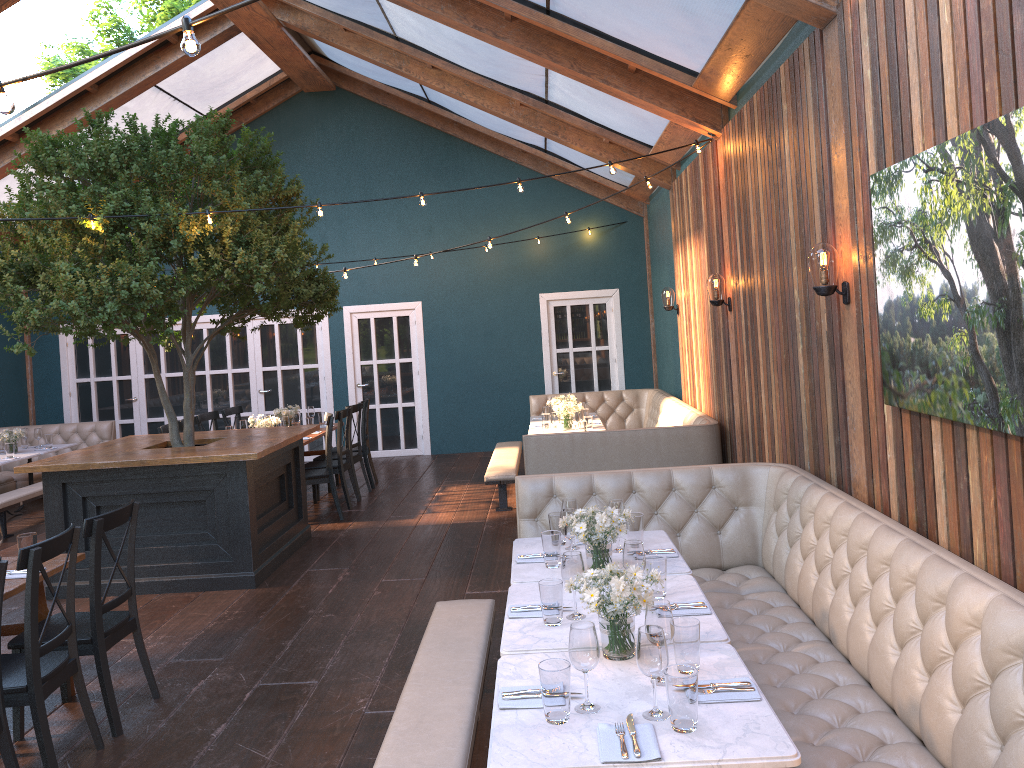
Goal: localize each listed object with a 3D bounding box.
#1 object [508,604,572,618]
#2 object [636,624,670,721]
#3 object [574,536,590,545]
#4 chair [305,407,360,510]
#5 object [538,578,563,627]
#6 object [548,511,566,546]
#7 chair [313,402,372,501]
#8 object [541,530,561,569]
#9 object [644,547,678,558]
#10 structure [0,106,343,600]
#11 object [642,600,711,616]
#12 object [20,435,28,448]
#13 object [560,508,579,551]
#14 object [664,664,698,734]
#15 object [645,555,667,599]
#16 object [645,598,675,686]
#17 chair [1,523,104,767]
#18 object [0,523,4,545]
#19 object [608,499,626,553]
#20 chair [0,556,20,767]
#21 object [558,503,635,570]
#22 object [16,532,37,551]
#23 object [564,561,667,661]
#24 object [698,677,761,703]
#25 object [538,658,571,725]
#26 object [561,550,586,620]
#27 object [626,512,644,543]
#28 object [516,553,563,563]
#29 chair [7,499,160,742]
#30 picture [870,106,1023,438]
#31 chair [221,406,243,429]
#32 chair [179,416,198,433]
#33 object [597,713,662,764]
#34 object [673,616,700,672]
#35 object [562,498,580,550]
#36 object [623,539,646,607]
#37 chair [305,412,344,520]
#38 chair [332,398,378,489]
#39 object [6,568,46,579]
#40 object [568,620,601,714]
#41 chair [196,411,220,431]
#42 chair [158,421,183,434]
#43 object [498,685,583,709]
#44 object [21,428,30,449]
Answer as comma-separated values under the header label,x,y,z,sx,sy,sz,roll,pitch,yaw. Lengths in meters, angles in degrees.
label,x,y,z,sx,sy,sz,roll,pitch,yaw
object,0.110,0.876,3.454,0.255,0.019,0.158,-3,4,2
object,0.398,0.810,2.488,0.092,0.244,0.092,-4,1,-40
object,0.397,0.788,4.502,0.157,0.019,0.255,-3,4,2
chair,-1.937,0.783,9.332,0.539,1.020,0.478,-4,1,2
object,0.149,0.815,3.293,0.092,0.158,0.092,-4,1,-11
object,0.232,0.731,4.459,0.092,0.158,0.092,-4,1,-11
chair,-1.918,0.744,9.892,0.539,1.020,0.478,-4,1,7
object,0.183,0.761,4.066,0.092,0.158,0.092,-4,1,-11
object,0.650,0.794,4.168,0.255,0.019,0.158,-3,4,2
structure,-2.714,-0.366,7.208,2.712,3.695,2.857,-3,1,11
object,0.623,0.850,3.368,0.255,0.019,0.158,-3,4,2
object,-5.918,0.698,10.742,0.092,0.158,0.092,-4,1,-11
object,0.270,0.708,4.128,0.092,0.244,0.092,-4,1,-40
object,0.462,0.855,2.398,0.091,0.158,0.092,-3,1,38
object,0.575,0.772,3.529,0.092,0.158,0.092,-4,1,-11
object,0.456,0.791,2.716,0.092,0.244,0.092,-4,1,-40
chair,-2.130,1.168,3.782,0.539,1.020,0.477,-4,1,-3
object,-2.595,0.811,4.427,0.092,0.244,0.092,-4,0,-17
object,0.510,0.684,4.267,0.092,0.244,0.092,-4,1,-40
chair,-2.150,1.206,3.222,0.539,1.020,0.478,-4,1,2
object,0.379,0.682,3.925,0.336,0.309,0.330,-3,2,14
object,-2.454,0.841,4.484,0.091,0.158,0.092,-3,1,28
object,0.346,0.749,2.966,0.336,0.309,0.330,-3,2,19
object,0.596,0.902,2.618,0.255,0.019,0.158,-3,4,2
object,0.124,0.870,2.497,0.092,0.158,0.092,-4,1,-11
object,0.236,0.762,3.355,0.092,0.244,0.092,-4,1,-40
object,0.603,0.717,4.329,0.092,0.158,0.092,-4,1,-11
object,0.144,0.822,4.226,0.255,0.019,0.158,-3,4,2
chair,-2.111,1.129,4.342,0.539,1.020,0.478,-4,1,2
picture,1.576,-0.352,3.007,0.065,0.997,1.653,-4,3,2
chair,-3.114,0.779,10.494,0.539,1.020,0.478,-4,1,8
chair,-3.218,0.861,9.377,0.539,1.020,0.477,-4,1,-3
object,0.306,0.938,2.355,0.157,0.019,0.255,-3,4,2
object,0.549,0.824,2.778,0.092,0.158,0.092,-4,1,-11
object,0.292,0.691,4.369,0.092,0.244,0.092,-4,1,-40
object,0.482,0.739,3.466,0.092,0.244,0.092,-4,1,-40
chair,-1.977,0.824,8.755,0.540,1.020,0.477,-4,1,-15
chair,-1.898,0.705,10.451,0.539,1.020,0.477,-4,1,-3
object,-2.431,0.921,4.315,0.255,0.019,0.158,-3,4,2
object,0.211,0.817,2.559,0.092,0.244,0.092,-4,0,5
chair,-3.213,0.823,9.936,0.539,1.020,0.478,-4,1,7
chair,-3.189,0.897,8.815,0.539,1.020,0.478,-4,1,2
object,0.085,0.931,2.657,0.255,0.019,0.158,-3,4,2
object,-5.858,0.657,10.651,0.092,0.244,0.092,-3,1,44
